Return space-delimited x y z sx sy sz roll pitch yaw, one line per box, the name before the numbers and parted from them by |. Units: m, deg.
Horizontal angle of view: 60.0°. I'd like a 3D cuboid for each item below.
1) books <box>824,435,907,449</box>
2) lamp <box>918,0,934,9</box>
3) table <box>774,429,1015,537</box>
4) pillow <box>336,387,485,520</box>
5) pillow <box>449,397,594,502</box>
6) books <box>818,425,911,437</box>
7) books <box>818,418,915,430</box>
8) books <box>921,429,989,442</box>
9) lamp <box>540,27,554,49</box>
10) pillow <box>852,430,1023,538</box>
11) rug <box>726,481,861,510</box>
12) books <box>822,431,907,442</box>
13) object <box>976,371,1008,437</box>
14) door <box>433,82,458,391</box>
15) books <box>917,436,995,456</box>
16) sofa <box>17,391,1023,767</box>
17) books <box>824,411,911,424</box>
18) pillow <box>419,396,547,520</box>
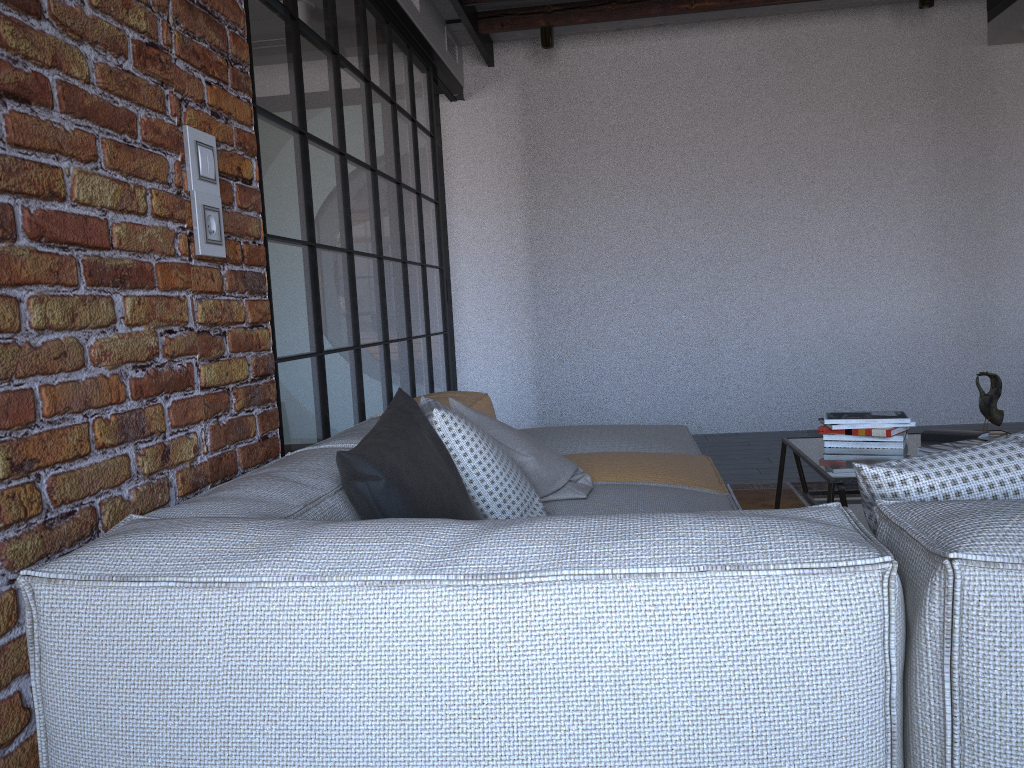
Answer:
books | 1.202 0.190 3.011 0.247 0.024 0.209 -1 5 27
lamp | 2.374 -2.269 5.124 0.082 0.184 0.120 -8 7 -40
table | 1.316 0.404 2.812 0.842 0.389 0.848 -3 5 8
pillow | -0.180 0.221 1.790 0.263 0.400 0.510 -3 5 2
pillow | 0.033 0.194 2.476 0.358 0.314 0.485 -7 6 -39
books | 1.186 0.148 2.986 0.239 0.023 0.190 1 7 42
books | 1.197 0.128 3.002 0.268 0.014 0.196 -3 5 6
books | 1.493 0.172 2.986 0.182 0.029 0.129 2 7 45
lamp | 0.208 -2.156 5.417 0.093 0.210 0.146 -3 5 3
pillow | 0.732 0.211 1.331 0.543 0.402 0.250 -4 5 -10
rug | 1.608 0.571 3.127 1.432 0.013 2.363 -3 5 8
books | 1.199 0.167 3.009 0.251 0.023 0.209 -1 5 27
object | 1.624 0.063 3.020 0.093 0.223 0.099 -8 7 -42
door | -2.415 -0.696 6.468 4.185 2.594 0.138 -3 5 8
books | 1.413 0.203 2.649 0.308 0.038 0.225 -5 5 -22
sofa | 0.779 0.350 2.513 2.536 0.698 3.298 -3 5 7
books | 1.196 0.113 3.000 0.268 0.014 0.196 -2 5 19
pillow | -0.082 0.202 2.119 0.293 0.354 0.495 -4 5 -7
